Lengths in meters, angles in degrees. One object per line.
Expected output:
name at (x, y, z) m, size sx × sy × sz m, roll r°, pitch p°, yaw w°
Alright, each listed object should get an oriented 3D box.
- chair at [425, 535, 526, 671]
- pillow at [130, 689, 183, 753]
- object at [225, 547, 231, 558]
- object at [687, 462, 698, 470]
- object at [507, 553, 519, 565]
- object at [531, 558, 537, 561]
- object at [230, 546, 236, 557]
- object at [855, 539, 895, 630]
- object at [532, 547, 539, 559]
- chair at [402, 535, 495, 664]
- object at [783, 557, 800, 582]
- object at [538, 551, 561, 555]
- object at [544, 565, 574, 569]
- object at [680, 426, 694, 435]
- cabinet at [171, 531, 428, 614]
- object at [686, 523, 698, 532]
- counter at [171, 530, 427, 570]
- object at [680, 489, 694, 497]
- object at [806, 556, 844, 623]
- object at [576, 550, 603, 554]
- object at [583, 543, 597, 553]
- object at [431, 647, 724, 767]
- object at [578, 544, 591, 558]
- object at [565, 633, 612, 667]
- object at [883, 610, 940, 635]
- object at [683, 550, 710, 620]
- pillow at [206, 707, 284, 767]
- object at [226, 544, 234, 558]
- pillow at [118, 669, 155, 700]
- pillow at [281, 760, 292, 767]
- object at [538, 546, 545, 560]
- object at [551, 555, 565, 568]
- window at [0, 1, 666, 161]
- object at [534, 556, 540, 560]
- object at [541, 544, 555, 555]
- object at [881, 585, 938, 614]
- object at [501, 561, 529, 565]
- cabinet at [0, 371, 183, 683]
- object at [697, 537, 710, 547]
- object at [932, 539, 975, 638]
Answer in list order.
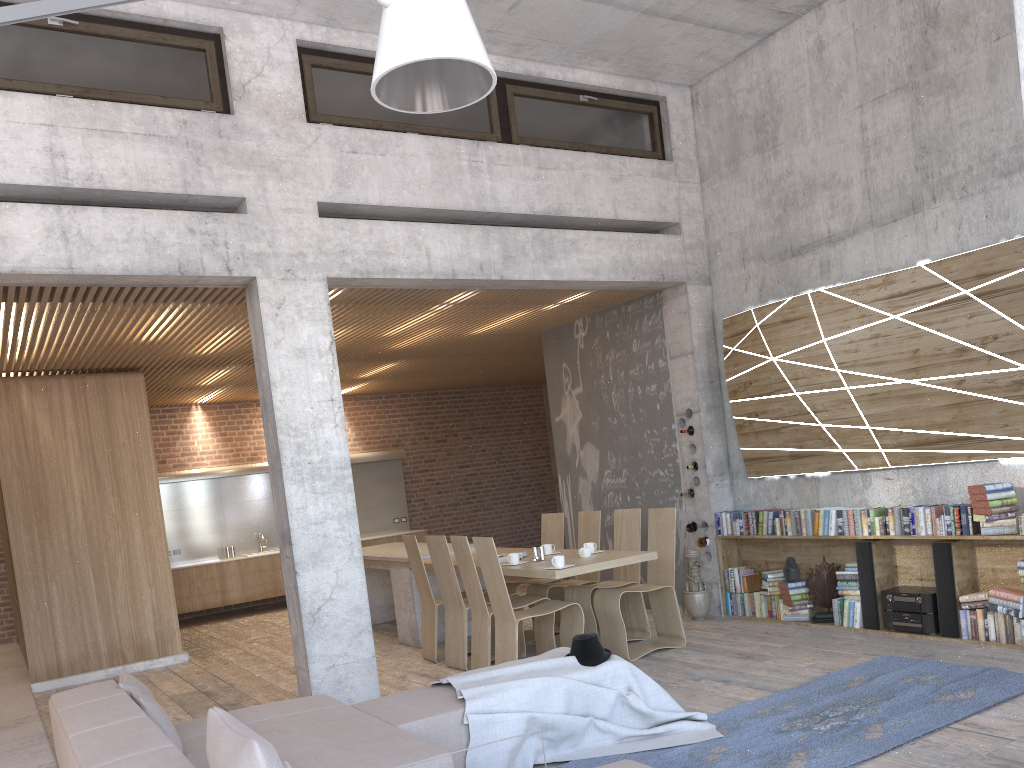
chair at (-0.305, 1.887, 7.795) m, size 0.715 × 1.198 × 0.351 m, roll -7°, pitch 2°, yaw -34°
pillow at (-1.762, 1.685, 4.334) m, size 0.185 × 0.359 × 0.373 m, roll -8°, pitch -1°, yaw -32°
object at (-4.263, 2.530, 13.163) m, size 0.059 × 0.160 × 0.060 m, roll -7°, pitch 2°, yaw -16°
object at (1.860, 0.806, 8.648) m, size 0.344 × 0.094 × 0.094 m, roll -4°, pitch -3°, yaw -31°
object at (0.015, 1.470, 7.362) m, size 0.093 × 0.088 × 0.116 m, roll -7°, pitch -3°, yaw 12°
object at (0.188, 1.479, 7.376) m, size 0.051 × 0.019 × 0.050 m, roll -11°, pitch -6°, yaw 41°
object at (-4.203, 2.527, 13.200) m, size 0.059 × 0.160 × 0.060 m, roll -7°, pitch 2°, yaw -16°
object at (3.011, 1.661, 7.232) m, size 0.270 × 0.762 × 0.153 m, roll -8°, pitch 3°, yaw -31°
object at (0.197, 1.439, 7.437) m, size 0.053 × 0.110 × 0.052 m, roll -7°, pitch 1°, yaw 13°
chair at (-0.562, 1.961, 8.231) m, size 0.716 × 1.198 × 0.350 m, roll -7°, pitch 2°, yaw -26°
object at (2.495, 1.654, 7.831) m, size 0.134 × 0.229 × 0.146 m, roll -7°, pitch 1°, yaw -35°
object at (0.325, 1.526, 7.881) m, size 0.184 × 0.014 × 0.187 m, roll -5°, pitch -6°, yaw -19°
object at (0.365, 1.408, 6.736) m, size 0.184 × 0.014 × 0.187 m, roll -1°, pitch -8°, yaw -45°
object at (1.786, 0.456, 8.611) m, size 0.332 × 0.090 × 0.091 m, roll -4°, pitch -3°, yaw -31°
cabinet at (-3.448, 2.222, 13.837) m, size 4.084 × 2.079 × 1.082 m, roll -4°, pitch 0°, yaw -31°
object at (1.903, 1.425, 8.808) m, size 0.332 × 0.090 × 0.091 m, roll -4°, pitch -3°, yaw -31°
counter at (-3.294, 2.560, 13.675) m, size 4.047 × 0.020 × 0.660 m, roll -3°, pitch -7°, yaw -31°
object at (1.810, 1.083, 8.721) m, size 0.335 × 0.095 × 0.096 m, roll -4°, pitch -3°, yaw -31°
object at (2.755, 1.782, 7.670) m, size 0.345 × 0.570 × 0.194 m, roll -7°, pitch 2°, yaw 18°
object at (0.675, 1.451, 7.541) m, size 0.184 × 0.014 × 0.187 m, roll -4°, pitch -6°, yaw -28°
object at (0.669, 1.413, 7.548) m, size 0.094 × 0.088 × 0.116 m, roll -7°, pitch -3°, yaw 22°
object at (0.334, 1.882, 5.272) m, size 1.590 × 0.503 × 1.051 m, roll -6°, pitch -4°, yaw -13°
object at (0.605, 1.387, 7.275) m, size 0.121 × 0.112 × 0.090 m, roll -5°, pitch -1°, yaw -40°
object at (0.453, 1.605, 5.334) m, size 0.296 × 0.169 × 0.305 m, roll -3°, pitch -5°, yaw -44°
object at (3.212, 1.863, 6.932) m, size 0.291 × 0.164 × 0.444 m, roll -5°, pitch -5°, yaw -32°
object at (1.795, 1.968, 8.585) m, size 0.250 × 0.684 × 0.268 m, roll -6°, pitch 2°, yaw 21°
pillow at (-0.796, 1.316, 2.753) m, size 0.219 × 0.558 × 0.568 m, roll -8°, pitch -1°, yaw -30°
object at (-4.235, 2.510, 13.181) m, size 0.143 × 0.211 × 0.053 m, roll -7°, pitch 2°, yaw -31°
pillow at (-1.988, 1.708, 4.657) m, size 0.186 × 0.367 × 0.365 m, roll -7°, pitch -1°, yaw -27°
pillow at (-0.830, 1.451, 3.033) m, size 0.379 × 0.373 × 0.167 m, roll -8°, pitch 1°, yaw 32°
object at (0.251, 1.429, 7.414) m, size 0.053 × 0.112 × 0.052 m, roll -6°, pitch 1°, yaw 13°
object at (0.358, 1.365, 6.721) m, size 0.093 × 0.088 × 0.116 m, roll -7°, pitch -3°, yaw 12°
window at (-2.125, -2.181, 6.215) m, size 8.374 × 0.611 × 0.114 m, roll -3°, pitch 1°, yaw -31°
object at (0.211, 1.463, 7.377) m, size 0.051 × 0.045 × 0.051 m, roll -6°, pitch -2°, yaw -13°
object at (0.322, 1.488, 7.888) m, size 0.094 × 0.088 × 0.116 m, roll -8°, pitch -3°, yaw 32°
object at (3.188, 1.703, 6.921) m, size 0.301 × 0.161 × 0.444 m, roll -5°, pitch -5°, yaw -32°
object at (0.023, 1.513, 7.378) m, size 0.184 × 0.014 × 0.187 m, roll -1°, pitch -8°, yaw -45°
cabinet at (-5.402, 1.718, 10.821) m, size 1.504 × 3.133 × 3.790 m, roll -8°, pitch -1°, yaw -32°
object at (1.972, 1.542, 8.645) m, size 0.335 × 0.095 × 0.096 m, roll -4°, pitch -3°, yaw -31°
object at (3.364, 1.561, 6.651) m, size 0.270 × 0.762 × 0.153 m, roll -8°, pitch 3°, yaw -31°
